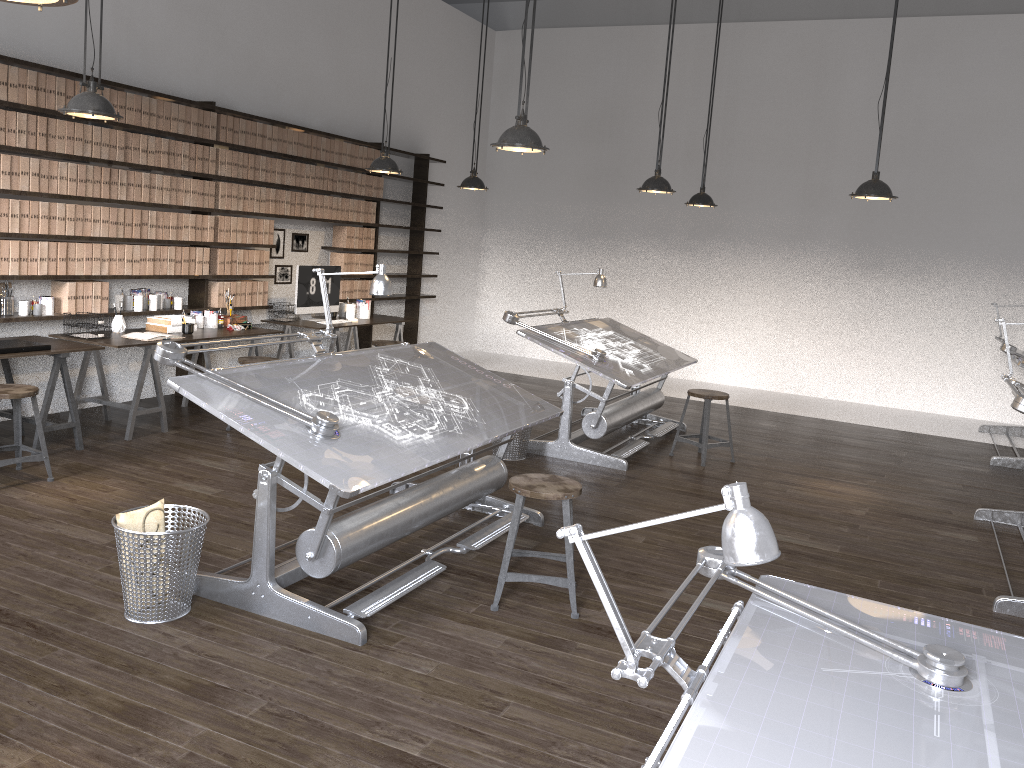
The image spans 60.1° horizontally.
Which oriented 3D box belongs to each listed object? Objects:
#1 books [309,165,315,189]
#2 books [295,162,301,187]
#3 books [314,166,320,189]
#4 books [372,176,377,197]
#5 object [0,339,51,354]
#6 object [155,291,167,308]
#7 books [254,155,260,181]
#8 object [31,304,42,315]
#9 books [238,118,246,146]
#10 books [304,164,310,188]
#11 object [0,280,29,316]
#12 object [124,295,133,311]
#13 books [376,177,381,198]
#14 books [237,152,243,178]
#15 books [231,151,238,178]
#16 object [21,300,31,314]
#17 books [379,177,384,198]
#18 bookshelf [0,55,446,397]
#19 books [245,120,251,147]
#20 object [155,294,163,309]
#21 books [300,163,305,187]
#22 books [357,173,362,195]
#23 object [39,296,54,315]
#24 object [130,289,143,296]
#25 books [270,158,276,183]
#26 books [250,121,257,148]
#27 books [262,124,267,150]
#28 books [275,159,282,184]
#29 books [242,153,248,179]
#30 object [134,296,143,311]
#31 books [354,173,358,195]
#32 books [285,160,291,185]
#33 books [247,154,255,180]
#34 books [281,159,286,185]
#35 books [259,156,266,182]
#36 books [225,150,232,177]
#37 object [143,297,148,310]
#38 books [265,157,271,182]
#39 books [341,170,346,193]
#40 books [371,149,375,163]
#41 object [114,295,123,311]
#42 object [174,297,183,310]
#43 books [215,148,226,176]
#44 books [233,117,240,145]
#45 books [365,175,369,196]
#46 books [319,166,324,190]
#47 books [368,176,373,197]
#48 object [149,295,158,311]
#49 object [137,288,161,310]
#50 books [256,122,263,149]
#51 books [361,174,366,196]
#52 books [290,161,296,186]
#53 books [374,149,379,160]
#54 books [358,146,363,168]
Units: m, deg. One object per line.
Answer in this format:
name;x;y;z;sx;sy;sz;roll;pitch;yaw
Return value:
books;-1.962;-1.968;8.410;0.175;0.224;0.067;8;7;24
books;-2.056;-1.945;8.220;0.175;0.224;0.067;8;7;24
books;-1.931;-1.976;8.475;0.175;0.224;0.067;8;7;24
books;-1.519;-2.086;9.363;0.175;0.224;0.067;8;7;24
object;-3.046;-0.220;5.280;0.313;0.033;0.447;9;10;24
object;-2.819;-0.674;7.107;0.095;0.129;0.094;6;7;11
books;-2.289;-1.883;7.721;0.175;0.224;0.067;8;7;24
object;-3.257;-0.518;6.024;0.182;0.093;0.062;11;10;38
books;-2.349;-2.133;7.505;0.175;0.224;0.067;8;7;24
books;-1.995;-1.960;8.346;0.175;0.224;0.067;8;7;24
object;-3.319;-0.591;5.867;0.156;0.270;0.182;6;7;8
object;-2.894;-0.609;6.681;0.062;0.117;0.063;1;8;-25
books;-1.496;-2.094;9.425;0.175;0.224;0.067;8;7;24
books;-2.377;-1.859;7.525;0.175;0.224;0.067;8;7;24
books;-2.400;-1.851;7.467;0.175;0.224;0.067;8;7;24
object;-3.290;-0.518;5.991;0.063;0.093;0.063;3;7;-13
books;-1.468;-2.101;9.482;0.175;0.224;0.067;8;7;24
bookshelf;-3.005;-0.645;6.682;0.374;3.187;9.214;7;9;24
books;-2.323;-2.142;7.570;0.175;0.224;0.067;8;7;24
object;-2.786;-0.648;6.980;0.062;0.118;0.062;4;7;-7
books;-2.028;-1.953;8.284;0.175;0.224;0.067;8;7;24
books;-1.641;-2.055;9.109;0.175;0.224;0.067;8;7;24
object;-3.191;-0.536;6.071;0.094;0.127;0.095;9;8;31
object;-2.888;-0.645;6.805;0.094;0.161;0.095;7;7;20
books;-2.199;-1.907;7.913;0.175;0.224;0.067;8;7;24
books;-2.293;-2.150;7.635;0.175;0.224;0.067;8;7;24
books;-2.236;-2.165;7.756;0.175;0.224;0.067;8;7;24
books;-2.166;-1.914;7.972;0.175;0.224;0.067;8;7;24
books;-2.352;-1.867;7.586;0.175;0.224;0.067;8;7;24
object;-2.831;-0.609;6.712;0.062;0.118;0.062;3;7;-16
books;-1.669;-2.048;9.053;0.175;0.224;0.067;8;7;24
books;-2.114;-1.929;8.090;0.175;0.224;0.067;8;7;24
books;-2.316;-1.874;7.650;0.175;0.224;0.067;8;7;24
books;-2.142;-1.922;8.034;0.175;0.224;0.067;8;7;24
books;-2.255;-1.891;7.783;0.175;0.224;0.067;8;7;24
books;-2.430;-1.843;7.401;0.175;0.224;0.067;8;7;24
object;-2.855;-0.624;6.879;0.054;0.101;0.054;10;9;41
books;-2.229;-1.899;7.849;0.175;0.224;0.067;8;7;24
books;-1.756;-2.025;8.867;0.175;0.224;0.067;8;7;24
books;-1.534;-2.351;9.265;0.175;0.224;0.067;8;7;24
object;-2.957;-0.610;6.658;0.062;0.118;0.062;1;7;-25
object;-2.663;-0.642;7.066;0.062;0.095;0.062;0;8;-33
books;-2.464;-1.836;7.337;0.175;0.224;0.067;8;7;24
books;-2.383;-2.126;7.442;0.175;0.224;0.067;8;7;24
books;-1.583;-2.071;9.239;0.175;0.224;0.067;8;7;24
books;-1.909;-1.984;8.535;0.175;0.224;0.067;8;7;24
books;-1.555;-2.079;9.303;0.175;0.224;0.067;8;7;24
object;-2.773;-0.626;6.845;0.062;0.118;0.062;4;7;-7
object;-2.844;-0.661;6.927;0.206;0.161;0.094;8;8;26
books;-2.260;-2.156;7.693;0.175;0.224;0.067;8;7;24
books;-1.609;-2.062;9.173;0.175;0.224;0.067;8;7;24
books;-2.082;-1.937;8.155;0.175;0.224;0.067;8;7;24
books;-1.503;-2.359;9.333;0.175;0.224;0.067;8;7;24
books;-1.620;-2.327;9.076;0.175;0.224;0.067;8;7;24
